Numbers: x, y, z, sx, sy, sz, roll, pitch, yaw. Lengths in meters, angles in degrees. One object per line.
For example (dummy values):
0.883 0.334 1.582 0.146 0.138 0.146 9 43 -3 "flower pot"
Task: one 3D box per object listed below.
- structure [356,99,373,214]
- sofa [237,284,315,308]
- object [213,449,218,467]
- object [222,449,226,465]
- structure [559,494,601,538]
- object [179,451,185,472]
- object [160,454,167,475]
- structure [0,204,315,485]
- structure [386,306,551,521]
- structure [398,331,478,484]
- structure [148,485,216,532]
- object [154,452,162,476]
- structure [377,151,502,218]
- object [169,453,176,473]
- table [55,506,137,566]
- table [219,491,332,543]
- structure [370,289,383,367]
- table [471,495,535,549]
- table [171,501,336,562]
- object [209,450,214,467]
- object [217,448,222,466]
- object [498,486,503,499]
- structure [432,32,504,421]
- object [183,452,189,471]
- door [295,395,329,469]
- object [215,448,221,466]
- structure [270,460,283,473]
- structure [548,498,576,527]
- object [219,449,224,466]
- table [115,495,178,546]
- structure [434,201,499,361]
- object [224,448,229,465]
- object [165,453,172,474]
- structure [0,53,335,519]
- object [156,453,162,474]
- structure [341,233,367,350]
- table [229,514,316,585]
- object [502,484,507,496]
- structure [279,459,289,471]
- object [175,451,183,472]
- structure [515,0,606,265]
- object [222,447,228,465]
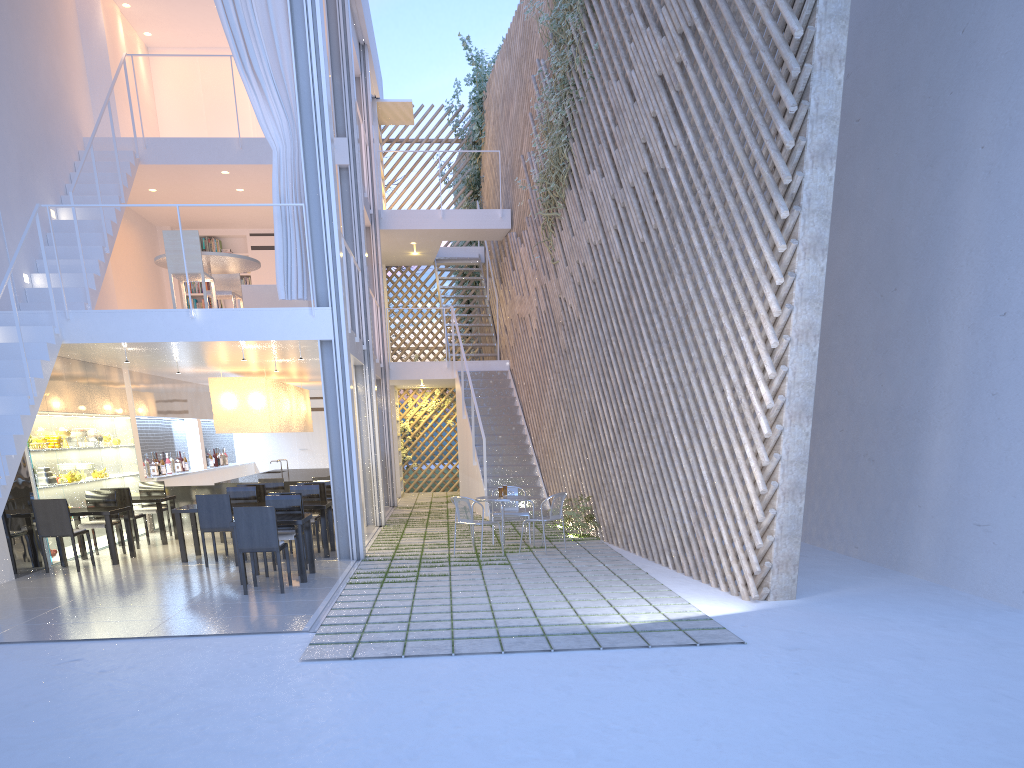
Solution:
-1.241 -1.919 6.746 0.028 0.583 1.616 -3 -1 -5 "structure"
-1.745 -0.490 6.364 0.499 0.390 0.934 -2 0 -5 "sofa"
-3.155 0.784 8.737 0.044 0.207 0.042 -5 16 -13 "object"
-3.187 0.808 9.082 0.046 0.200 0.041 -2 16 -4 "object"
0.481 0.933 5.810 0.293 0.346 0.297 -4 9 -19 "structure"
-3.098 0.726 7.707 0.044 0.207 0.042 -5 16 -13 "object"
-2.953 0.572 5.996 0.058 0.309 2.308 -2 -3 -4 "object"
-1.711 -0.058 3.936 1.365 1.917 1.338 -2 10 -4 "structure"
-0.452 0.215 7.563 1.180 2.096 1.837 -4 8 -11 "structure"
-0.952 0.348 10.157 1.144 2.141 0.264 -2 17 -4 "structure"
-2.669 1.011 6.668 0.556 0.398 0.011 -1 17 -4 "structure"
-2.949 0.575 6.025 0.106 0.304 1.969 -2 -3 -3 "object"
-0.674 -1.874 7.739 1.139 0.612 0.025 -1 17 -4 "structure"
-3.071 0.714 7.429 0.044 0.200 0.043 13 21 41 "object"
-2.592 0.944 5.117 0.359 0.355 0.329 -2 8 -4 "table"
-1.671 0.976 6.067 0.915 0.355 0.329 -1 8 -4 "table"
-1.214 -0.502 7.178 0.028 0.583 1.616 -3 -1 -5 "structure"
-0.059 0.896 5.301 0.337 0.357 0.337 -8 10 -42 "table"
-1.598 0.926 5.183 0.915 0.355 0.329 -1 8 -4 "table"
-3.162 0.786 8.637 0.041 0.195 0.039 -12 19 -32 "object"
-3.193 0.793 8.958 0.046 0.217 0.042 -2 16 -3 "object"
-0.071 0.678 5.150 0.030 0.082 0.030 11 19 39 "object"
-0.524 -1.345 10.472 1.116 4.840 3.062 -3 11 -7 "structure"
-3.087 0.736 7.776 0.041 0.195 0.039 -12 19 -32 "object"
-2.743 0.630 7.531 0.480 1.241 5.238 1 -2 8 "door"
-3.182 0.787 8.876 0.046 0.218 0.042 -2 16 -5 "object"
-2.334 0.820 8.144 0.112 0.133 0.031 -2 16 -4 "structure"
0.412 1.003 6.432 0.266 0.279 0.245 -1 8 3 "structure"
-3.198 0.805 9.028 0.044 0.200 0.043 13 21 40 "object"
-2.665 0.995 6.000 0.359 0.355 0.329 -2 8 -4 "table"
-0.524 -1.137 9.005 0.535 2.018 1.165 -4 12 -10 "structure"
-3.204 0.814 9.200 0.044 0.199 0.039 1 16 8 "object"
-3.054 0.706 7.310 0.044 0.199 0.039 -2 16 -3 "object"
-1.962 -0.631 4.434 1.730 3.535 3.425 -2 7 -5 "structure"
-2.982 0.578 6.066 0.067 0.304 2.038 -2 -3 -5 "object"
-1.070 -0.602 5.430 0.028 0.583 1.614 -3 -1 -5 "structure"
-1.252 0.872 4.363 0.359 0.355 0.329 -2 8 -4 "table"
-0.046 0.688 5.334 0.030 0.082 0.030 11 19 39 "object"
-2.361 0.838 8.465 0.112 0.133 0.031 -2 16 -4 "structure"
-3.065 0.712 7.548 0.046 0.217 0.042 -2 16 -3 "object"
0.483 -2.032 5.571 0.738 2.911 2.203 -5 10 -13 "structure"
-3.200 0.802 9.138 0.046 0.217 0.043 11 20 35 "object"
